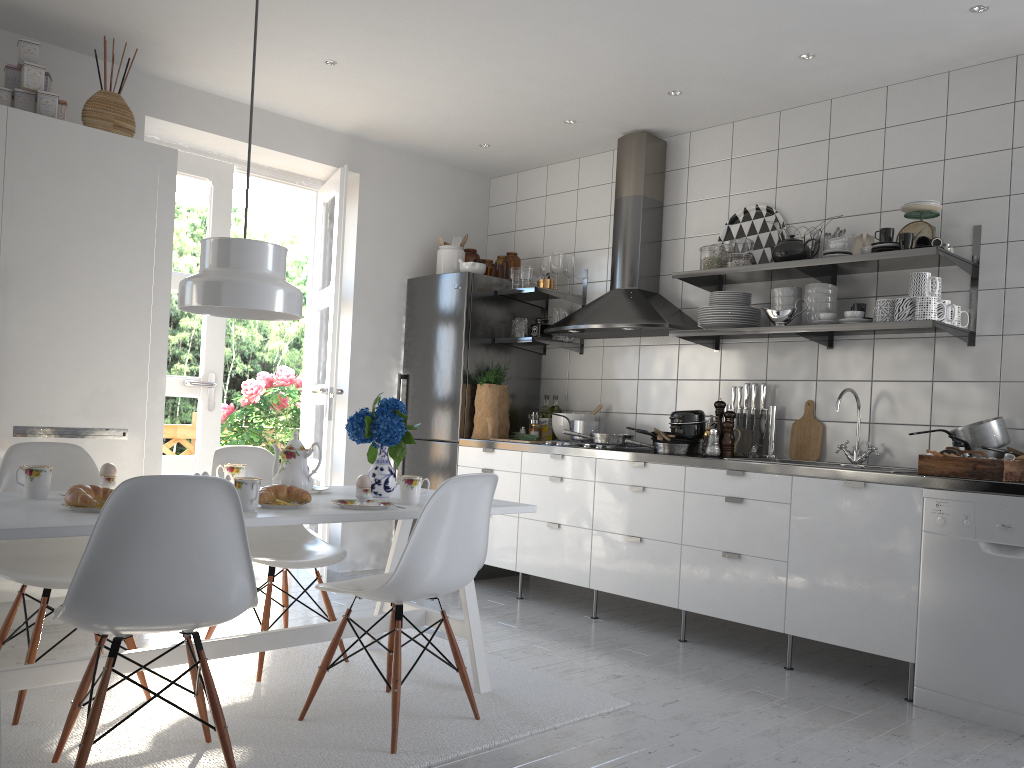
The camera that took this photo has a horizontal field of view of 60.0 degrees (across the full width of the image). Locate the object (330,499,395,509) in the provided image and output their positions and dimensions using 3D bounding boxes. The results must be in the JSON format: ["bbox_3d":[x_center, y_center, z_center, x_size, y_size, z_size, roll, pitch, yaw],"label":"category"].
[{"bbox_3d":[-0.472,0.382,2.800,0.201,0.016,0.200,5,-3,-39],"label":"object"}]

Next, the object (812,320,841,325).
[{"bbox_3d":[1.370,-0.260,3.860,0.121,0.021,0.121,1,-3,44],"label":"object"}]

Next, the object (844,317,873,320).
[{"bbox_3d":[1.525,-0.278,3.894,0.121,0.023,0.121,2,-2,27],"label":"object"}]

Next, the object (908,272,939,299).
[{"bbox_3d":[1.647,-0.395,3.560,0.083,0.100,0.108,3,-1,-10],"label":"object"}]

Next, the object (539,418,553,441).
[{"bbox_3d":[0.200,0.275,5.305,0.044,0.141,0.077,3,0,-44],"label":"object"}]

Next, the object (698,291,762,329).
[{"bbox_3d":[1.061,-0.344,4.325,0.301,0.195,0.306,4,-2,-39],"label":"object"}]

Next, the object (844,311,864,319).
[{"bbox_3d":[1.445,-0.281,3.746,0.083,0.048,0.079,4,-2,-31],"label":"object"}]

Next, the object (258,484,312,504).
[{"bbox_3d":[-0.701,0.337,2.700,0.161,0.057,0.124,4,-2,-29],"label":"object"}]

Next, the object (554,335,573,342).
[{"bbox_3d":[0.307,-0.299,5.301,0.108,0.100,0.083,2,-1,35],"label":"object"}]

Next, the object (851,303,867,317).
[{"bbox_3d":[1.527,-0.313,3.900,0.055,0.078,0.070,3,-1,7],"label":"object"}]

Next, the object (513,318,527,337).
[{"bbox_3d":[0.052,-0.326,5.201,0.086,0.119,0.086,2,-1,43],"label":"object"}]

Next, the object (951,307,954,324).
[{"bbox_3d":[1.777,-0.284,3.686,0.083,0.100,0.108,3,-1,-10],"label":"object"}]

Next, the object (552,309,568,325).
[{"bbox_3d":[0.287,-0.400,5.324,0.083,0.100,0.108,3,-1,-10],"label":"object"}]

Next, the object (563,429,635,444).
[{"bbox_3d":[0.467,0.276,4.639,0.351,0.061,0.232,2,-2,25],"label":"object"}]

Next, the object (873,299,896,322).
[{"bbox_3d":[1.550,-0.296,3.682,0.083,0.100,0.108,3,-1,15],"label":"object"}]

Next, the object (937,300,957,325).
[{"bbox_3d":[1.755,-0.288,3.606,0.108,0.100,0.083,2,-1,32],"label":"object"}]

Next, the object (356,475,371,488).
[{"bbox_3d":[-0.469,0.317,2.801,0.048,0.063,0.048,4,-1,-40],"label":"object"}]

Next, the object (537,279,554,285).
[{"bbox_3d":[0.195,-0.585,5.172,0.100,0.048,0.100,4,-2,-21],"label":"object"}]

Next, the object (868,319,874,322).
[{"bbox_3d":[1.525,-0.269,3.890,0.121,0.023,0.121,2,-2,18],"label":"object"}]

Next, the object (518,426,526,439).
[{"bbox_3d":[0.063,0.295,5.282,0.046,0.084,0.046,3,-1,24],"label":"object"}]

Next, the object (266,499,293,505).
[{"bbox_3d":[-0.691,0.355,2.650,0.070,0.036,0.109,4,-2,-36],"label":"object"}]

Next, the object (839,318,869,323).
[{"bbox_3d":[1.446,-0.260,3.747,0.121,0.021,0.121,5,-3,-39],"label":"object"}]

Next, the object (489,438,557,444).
[{"bbox_3d":[0.059,0.321,4.974,0.220,0.012,0.330,5,-3,-44],"label":"object"}]

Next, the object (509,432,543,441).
[{"bbox_3d":[0.055,0.297,4.976,0.142,0.053,0.276,4,-2,-28],"label":"object"}]

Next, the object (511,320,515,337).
[{"bbox_3d":[0.035,-0.324,5.299,0.086,0.119,0.086,3,-1,-34],"label":"object"}]

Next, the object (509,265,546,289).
[{"bbox_3d":[0.085,-0.616,5.258,0.190,0.134,0.229,2,-2,37],"label":"object"}]

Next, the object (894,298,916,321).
[{"bbox_3d":[1.610,-0.296,3.597,0.108,0.100,0.083,2,-1,35],"label":"object"}]

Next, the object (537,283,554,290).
[{"bbox_3d":[0.196,-0.563,5.171,0.100,0.036,0.100,4,-2,-24],"label":"object"}]

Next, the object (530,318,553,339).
[{"bbox_3d":[0.174,-0.322,5.181,0.100,0.123,0.100,4,-1,-34],"label":"object"}]

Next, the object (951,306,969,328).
[{"bbox_3d":[1.864,-0.277,3.739,0.108,0.100,0.083,2,-1,35],"label":"object"}]

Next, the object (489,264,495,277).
[{"bbox_3d":[-0.096,-0.686,5.570,0.093,0.127,0.093,3,-1,-22],"label":"object"}]

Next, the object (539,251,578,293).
[{"bbox_3d":[0.274,-0.658,5.342,0.192,0.244,0.206,2,-1,44],"label":"object"}]

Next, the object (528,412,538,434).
[{"bbox_3d":[0.123,0.254,5.285,0.059,0.172,0.059,3,0,6],"label":"object"}]

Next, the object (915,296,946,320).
[{"bbox_3d":[1.668,-0.295,3.537,0.108,0.100,0.083,2,-1,35],"label":"object"}]

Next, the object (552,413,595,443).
[{"bbox_3d":[0.353,0.261,5.143,0.247,0.175,0.247,3,-1,-3],"label":"object"}]

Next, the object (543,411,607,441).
[{"bbox_3d":[0.351,0.235,4.918,0.348,0.154,0.200,3,-1,-4],"label":"object"}]

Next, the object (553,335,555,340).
[{"bbox_3d":[0.250,-0.300,5.361,0.108,0.100,0.083,2,-1,35],"label":"object"}]

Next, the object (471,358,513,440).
[{"bbox_3d":[-0.109,0.081,5.175,0.173,0.509,0.283,3,0,33],"label":"object"}]

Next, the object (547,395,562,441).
[{"bbox_3d":[0.258,0.208,5.320,0.082,0.282,0.089,3,0,-44],"label":"object"}]

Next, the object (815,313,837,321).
[{"bbox_3d":[1.370,-0.280,3.859,0.079,0.048,0.083,2,-2,39],"label":"object"}]

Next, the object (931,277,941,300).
[{"bbox_3d":[1.736,-0.386,3.680,0.083,0.100,0.108,3,-1,15],"label":"object"}]

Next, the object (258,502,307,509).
[{"bbox_3d":[-0.702,0.365,2.682,0.158,0.016,0.158,4,-3,-34],"label":"object"}]

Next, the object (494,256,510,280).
[{"bbox_3d":[-0.059,-0.703,5.421,0.093,0.154,0.093,3,-1,-21],"label":"object"}]

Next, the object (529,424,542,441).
[{"bbox_3d":[0.140,0.288,5.217,0.078,0.101,0.078,3,-1,13],"label":"object"}]

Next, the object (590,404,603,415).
[{"bbox_3d":[0.409,0.225,5.129,0.221,0.232,0.080,3,0,7],"label":"object"}]

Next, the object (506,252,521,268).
[{"bbox_3d":[-0.005,-0.717,5.514,0.097,0.195,0.097,3,-1,-44],"label":"object"}]

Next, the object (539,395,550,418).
[{"bbox_3d":[0.205,0.207,5.382,0.066,0.282,0.066,3,0,41],"label":"object"}]

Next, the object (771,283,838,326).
[{"bbox_3d":[1.353,-0.347,4.125,0.309,0.216,0.150,2,-1,43],"label":"object"}]

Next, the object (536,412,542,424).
[{"bbox_3d":[0.146,0.258,5.346,0.059,0.172,0.059,3,0,6],"label":"object"}]
